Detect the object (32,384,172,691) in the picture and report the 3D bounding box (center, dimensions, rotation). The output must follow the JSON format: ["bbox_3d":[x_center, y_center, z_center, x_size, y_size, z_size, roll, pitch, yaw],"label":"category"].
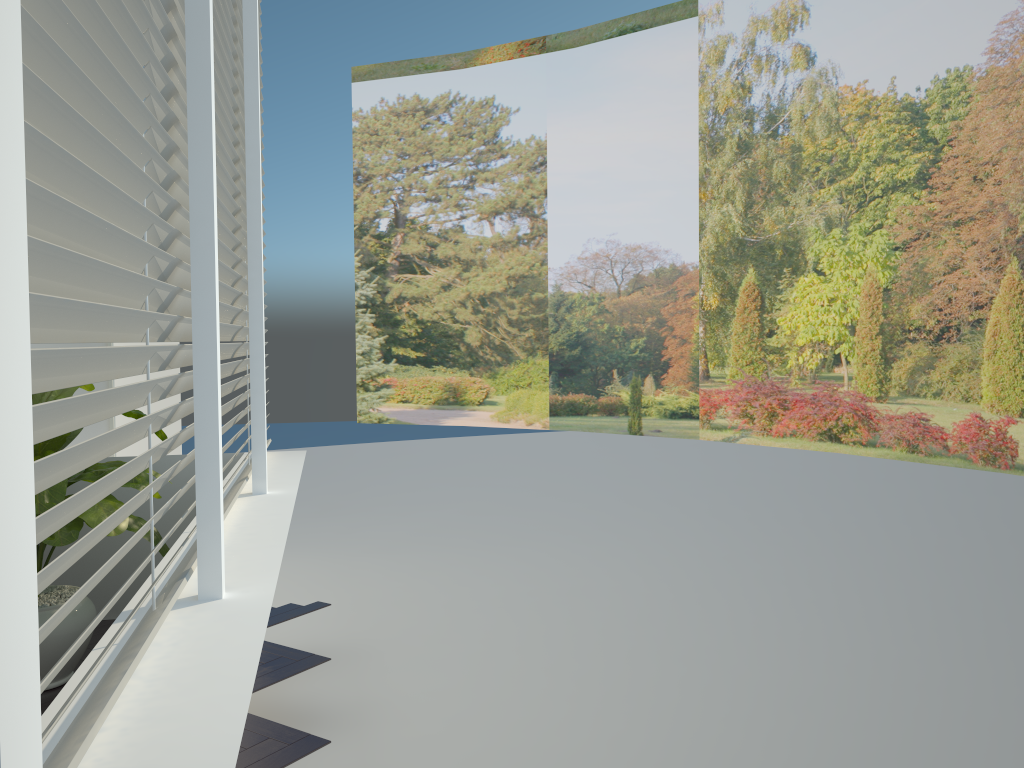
[{"bbox_3d":[-1.894,0.586,3.531,1.026,1.198,1.121,-2,3,-33],"label":"object"}]

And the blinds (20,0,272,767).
[{"bbox_3d":[-0.932,-1.706,2.386,1.219,4.263,3.920,0,2,7],"label":"blinds"}]

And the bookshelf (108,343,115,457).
[{"bbox_3d":[-2.565,0.303,5.683,0.502,1.495,2.101,-1,3,-11],"label":"bookshelf"}]
